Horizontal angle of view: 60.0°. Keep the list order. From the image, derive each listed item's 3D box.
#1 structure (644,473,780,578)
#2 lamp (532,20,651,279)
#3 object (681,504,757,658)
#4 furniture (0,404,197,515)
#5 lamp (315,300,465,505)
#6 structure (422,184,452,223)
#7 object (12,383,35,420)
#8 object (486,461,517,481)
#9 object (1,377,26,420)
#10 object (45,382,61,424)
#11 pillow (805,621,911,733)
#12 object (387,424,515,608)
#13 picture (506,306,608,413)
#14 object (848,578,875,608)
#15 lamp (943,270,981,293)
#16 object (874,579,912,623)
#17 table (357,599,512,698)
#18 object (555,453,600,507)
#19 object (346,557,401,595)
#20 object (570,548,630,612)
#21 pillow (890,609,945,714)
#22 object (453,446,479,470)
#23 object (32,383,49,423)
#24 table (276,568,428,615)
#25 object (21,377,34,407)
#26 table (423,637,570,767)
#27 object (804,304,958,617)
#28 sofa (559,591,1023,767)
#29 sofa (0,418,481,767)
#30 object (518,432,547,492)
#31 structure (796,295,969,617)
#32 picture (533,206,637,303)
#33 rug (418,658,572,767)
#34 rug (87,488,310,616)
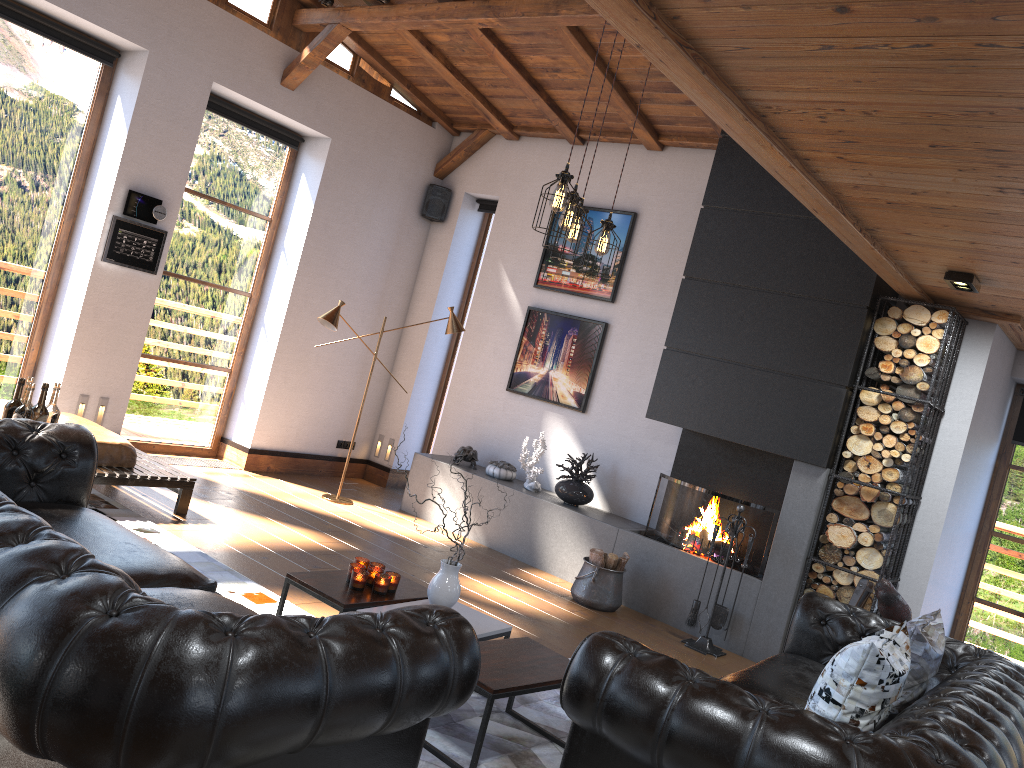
[{"bbox_3d":[1.419,1.034,6.548,0.973,0.514,0.185,16,1,36],"label":"structure"},{"bbox_3d":[0.555,-1.701,4.557,0.259,2.201,0.809,15,0,28],"label":"lamp"},{"bbox_3d":[1.430,1.310,6.022,0.308,1.017,0.307,15,0,-8],"label":"object"},{"bbox_3d":[-3.376,0.351,5.154,1.164,0.436,2.786,16,1,36],"label":"furniture"},{"bbox_3d":[-1.248,0.106,7.659,1.334,1.899,0.522,15,0,-33],"label":"lamp"},{"bbox_3d":[-0.768,-1.835,9.014,0.211,0.349,0.215,15,1,36],"label":"structure"},{"bbox_3d":[-2.230,0.133,4.052,0.087,0.286,0.088,15,0,13],"label":"object"},{"bbox_3d":[-0.093,0.755,7.842,0.278,0.160,0.261,16,1,39],"label":"object"},{"bbox_3d":[-2.307,0.111,4.116,0.088,0.286,0.087,15,0,-14],"label":"object"},{"bbox_3d":[-2.211,0.133,4.249,0.088,0.286,0.087,15,0,-43],"label":"object"},{"bbox_3d":[1.282,1.100,3.266,0.280,0.469,0.533,15,1,39],"label":"pillow"},{"bbox_3d":[-0.270,0.640,3.941,0.626,0.808,0.402,14,1,-43],"label":"object"},{"bbox_3d":[0.391,-0.235,7.996,0.871,0.816,0.036,15,0,36],"label":"picture"},{"bbox_3d":[2.116,1.619,5.722,0.266,0.795,0.265,15,0,20],"label":"object"},{"bbox_3d":[2.601,-0.595,5.111,0.154,0.068,0.263,16,1,36],"label":"lamp"},{"bbox_3d":[2.080,1.244,4.847,0.249,0.319,0.149,15,0,-13],"label":"object"},{"bbox_3d":[-0.373,1.212,3.940,0.397,0.350,0.656,15,1,32],"label":"table"},{"bbox_3d":[0.547,0.778,7.355,0.336,0.455,0.339,15,1,-28],"label":"object"},{"bbox_3d":[-0.658,0.908,4.189,0.248,0.081,0.301,15,1,-15],"label":"object"},{"bbox_3d":[0.650,1.402,6.444,0.387,0.431,0.381,15,1,-27],"label":"object"},{"bbox_3d":[1.681,1.193,3.817,0.280,0.469,0.533,15,1,39],"label":"pillow"},{"bbox_3d":[-0.406,0.655,8.058,0.227,0.183,0.404,15,1,-10],"label":"object"},{"bbox_3d":[-2.217,0.134,4.151,0.087,0.286,0.088,15,0,14],"label":"object"},{"bbox_3d":[-0.724,1.113,4.176,0.396,0.350,0.656,15,1,36],"label":"table"},{"bbox_3d":[-2.318,0.106,4.207,0.088,0.286,0.087,15,0,-41],"label":"object"},{"bbox_3d":[-0.043,1.306,3.644,0.396,0.350,0.656,16,1,41],"label":"table"},{"bbox_3d":[2.460,0.759,6.037,0.489,2.612,0.471,15,0,36],"label":"object"},{"bbox_3d":[1.280,1.416,3.455,1.228,0.838,2.590,16,1,36],"label":"sofa"},{"bbox_3d":[-1.455,0.705,2.852,2.542,0.838,1.251,16,1,36],"label":"sofa"},{"bbox_3d":[0.180,0.648,7.557,0.259,0.532,0.428,15,1,5],"label":"object"},{"bbox_3d":[2.461,0.753,6.026,0.497,2.617,0.517,15,0,36],"label":"structure"},{"bbox_3d":[0.645,-1.197,7.993,0.871,0.816,0.036,15,0,36],"label":"picture"},{"bbox_3d":[0.508,1.621,3.297,2.409,0.053,4.083,16,2,37],"label":"rug"},{"bbox_3d":[-2.545,0.791,4.234,3.772,0.053,2.455,16,2,37],"label":"rug"}]
